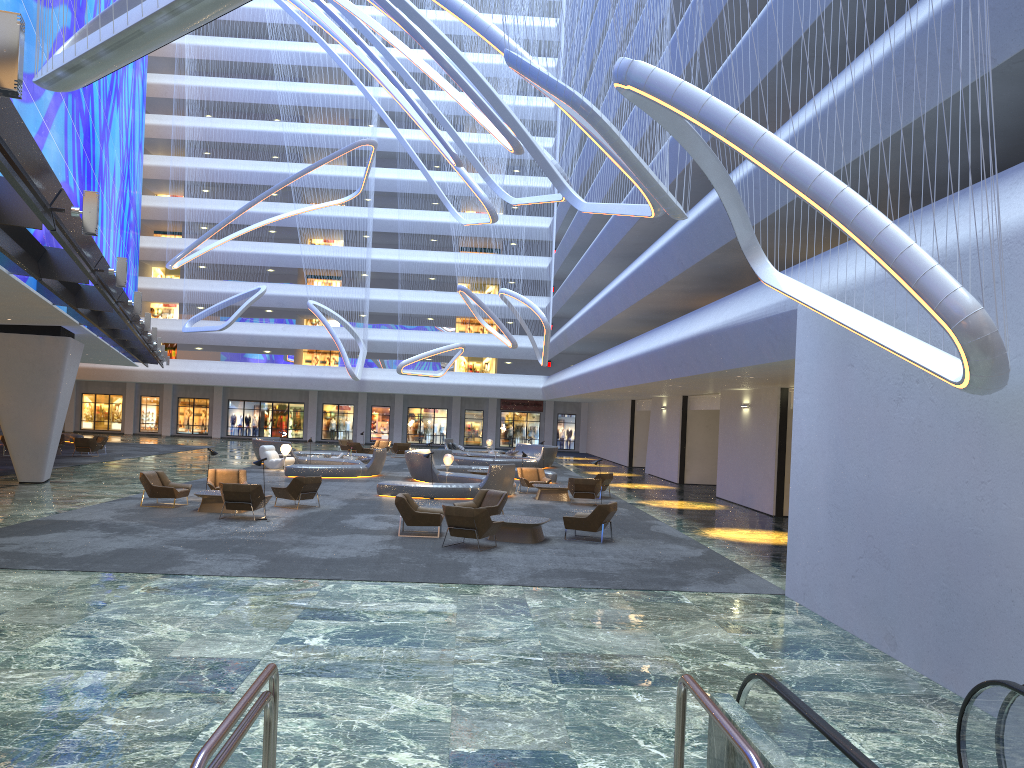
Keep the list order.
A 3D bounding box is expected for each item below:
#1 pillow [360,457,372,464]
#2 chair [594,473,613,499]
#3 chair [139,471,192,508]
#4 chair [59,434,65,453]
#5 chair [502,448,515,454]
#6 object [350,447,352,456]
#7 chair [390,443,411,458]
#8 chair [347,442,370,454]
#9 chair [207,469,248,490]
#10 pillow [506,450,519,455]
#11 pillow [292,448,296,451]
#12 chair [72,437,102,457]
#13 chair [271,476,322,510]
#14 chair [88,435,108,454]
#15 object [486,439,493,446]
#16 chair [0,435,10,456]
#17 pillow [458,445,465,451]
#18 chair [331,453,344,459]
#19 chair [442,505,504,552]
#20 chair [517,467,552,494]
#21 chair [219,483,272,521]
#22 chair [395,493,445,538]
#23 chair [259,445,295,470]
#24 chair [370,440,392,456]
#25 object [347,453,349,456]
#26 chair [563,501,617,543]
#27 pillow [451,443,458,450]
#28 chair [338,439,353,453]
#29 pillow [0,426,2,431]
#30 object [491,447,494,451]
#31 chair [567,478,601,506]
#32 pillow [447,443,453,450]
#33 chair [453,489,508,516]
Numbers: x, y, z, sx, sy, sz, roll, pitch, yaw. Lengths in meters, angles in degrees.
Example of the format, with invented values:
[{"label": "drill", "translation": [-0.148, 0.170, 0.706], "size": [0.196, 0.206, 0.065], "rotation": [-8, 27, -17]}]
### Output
[{"label": "pillow", "translation": [-5.003, 2.739, 31.817], "size": [0.692, 0.262, 0.878], "rotation": [2, -2, 6]}, {"label": "chair", "translation": [2.525, 3.069, 26.941], "size": [0.938, 0.766, 0.930], "rotation": [2, -1, 30]}, {"label": "chair", "translation": [-7.876, 2.385, 20.104], "size": [0.938, 0.766, 0.930], "rotation": [2, -1, 6]}, {"label": "chair", "translation": [-19.341, 2.490, 37.308], "size": [0.930, 0.766, 0.938], "rotation": [3, -1, -29]}, {"label": "chair", "translation": [0.095, 3.598, 45.185], "size": [0.938, 0.766, 0.930], "rotation": [2, -1, 30]}, {"label": "object", "translation": [-6.705, 2.818, 36.940], "size": [0.066, 0.356, 0.076], "rotation": [3, 0, -36]}, {"label": "chair", "translation": [-5.613, 3.333, 44.625], "size": [0.930, 0.766, 0.938], "rotation": [3, -1, -24]}, {"label": "chair", "translation": [-7.475, 3.193, 42.904], "size": [0.929, 0.766, 0.939], "rotation": [2, -2, 38]}, {"label": "chair", "translation": [-6.921, 2.476, 21.532], "size": [0.930, 0.766, 0.938], "rotation": [3, -1, -19]}, {"label": "pillow", "translation": [0.017, 3.371, 43.825], "size": [0.693, 0.262, 0.877], "rotation": [4, -2, -41]}, {"label": "pillow", "translation": [-9.573, 2.823, 38.076], "size": [0.443, 0.207, 0.444], "rotation": [4, -2, -41]}, {"label": "chair", "translation": [-17.036, 2.525, 35.469], "size": [0.929, 0.766, 0.939], "rotation": [3, -1, -5]}, {"label": "chair", "translation": [-5.049, 2.535, 20.940], "size": [0.938, 0.766, 0.930], "rotation": [2, -1, 30]}, {"label": "chair", "translation": [-17.625, 2.565, 37.343], "size": [0.929, 0.766, 0.939], "rotation": [2, -1, 36]}, {"label": "object", "translation": [-1.245, 3.264, 49.230], "size": [0.367, 0.387, 0.318], "rotation": [3, -1, -21]}, {"label": "chair", "translation": [-19.371, 2.391, 34.484], "size": [0.939, 0.766, 0.929], "rotation": [3, -1, -32]}, {"label": "pillow", "translation": [-2.824, 3.391, 47.270], "size": [0.873, 0.280, 0.685], "rotation": [1, -2, 34]}, {"label": "chair", "translation": [-7.777, 3.104, 36.896], "size": [1.786, 0.501, 0.585], "rotation": [4, -2, -39]}, {"label": "chair", "translation": [-0.738, 2.544, 15.848], "size": [0.929, 0.766, 0.939], "rotation": [2, -1, 24]}, {"label": "chair", "translation": [0.653, 3.009, 27.533], "size": [0.930, 0.766, 0.938], "rotation": [3, -1, -19]}, {"label": "chair", "translation": [-5.582, 2.427, 18.460], "size": [0.929, 0.766, 0.939], "rotation": [2, -1, 3]}, {"label": "chair", "translation": [-1.788, 2.546, 17.207], "size": [0.938, 0.766, 0.930], "rotation": [2, -1, -1]}, {"label": "chair", "translation": [-8.690, 2.733, 32.803], "size": [1.156, 0.882, 0.729], "rotation": [2, -1, 16]}, {"label": "chair", "translation": [-6.803, 3.336, 46.188], "size": [0.929, 0.766, 0.939], "rotation": [2, -1, 16]}, {"label": "object", "translation": [-6.829, 2.928, 36.844], "size": [0.071, 0.118, 0.151], "rotation": [2, -1, 7]}, {"label": "chair", "translation": [1.547, 2.700, 17.505], "size": [0.938, 0.766, 0.930], "rotation": [2, -1, 22]}, {"label": "pillow", "translation": [-3.012, 3.281, 46.969], "size": [0.315, 0.386, 0.785], "rotation": [2, -2, 13]}, {"label": "chair", "translation": [-8.405, 3.246, 45.571], "size": [0.938, 0.766, 0.930], "rotation": [1, -2, 41]}, {"label": "pillow", "translation": [-26.334, 2.310, 45.854], "size": [0.692, 0.262, 0.877], "rotation": [3, -2, -12]}, {"label": "object", "translation": [-1.014, 3.447, 46.618], "size": [0.131, 0.252, 0.103], "rotation": [3, 0, -20]}, {"label": "chair", "translation": [1.992, 2.960, 24.461], "size": [0.929, 0.766, 0.939], "rotation": [2, -1, 3]}, {"label": "pillow", "translation": [-3.219, 3.295, 46.924], "size": [0.295, 0.369, 0.769], "rotation": [2, -2, 10]}, {"label": "chair", "translation": [-0.634, 2.651, 18.796], "size": [0.939, 0.766, 0.929], "rotation": [4, -2, -41]}]
